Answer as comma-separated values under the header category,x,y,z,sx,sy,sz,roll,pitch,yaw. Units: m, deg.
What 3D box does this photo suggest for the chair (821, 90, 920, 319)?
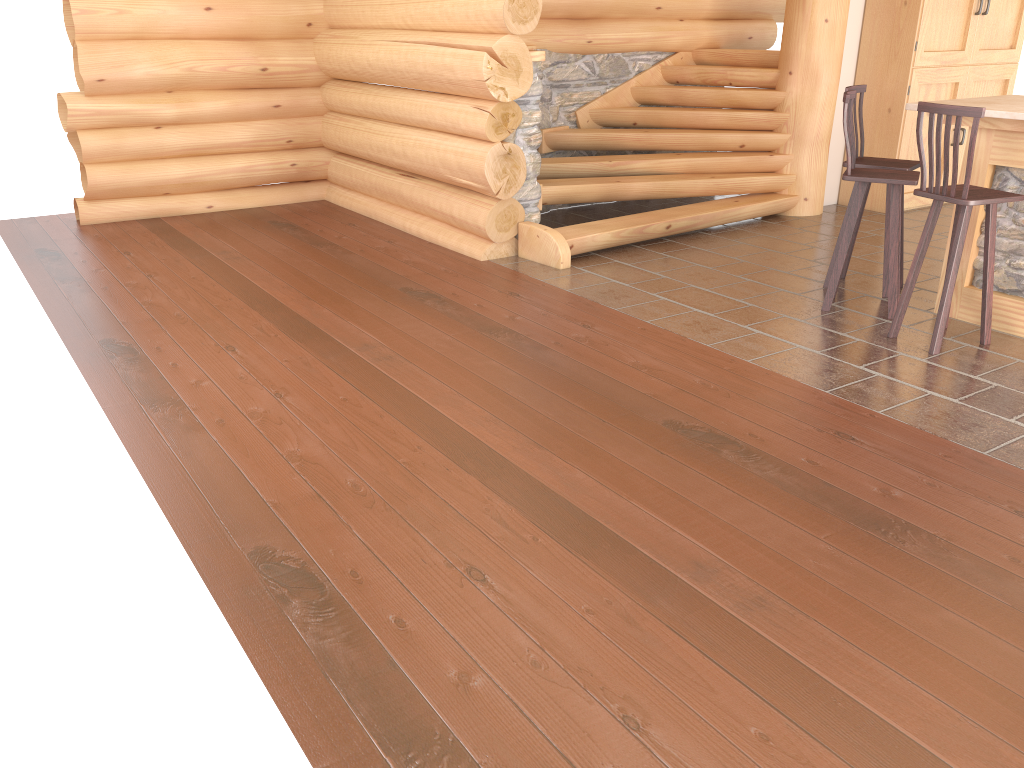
category,x,y,z,sx,sy,sz,roll,pitch,yaw
chair,2.227,-1.106,5.487,0.504,1.319,0.406,10,24,23

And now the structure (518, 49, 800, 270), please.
category,x,y,z,sx,sy,sz,roll,pitch,yaw
structure,1.130,-2.325,8.044,3.604,1.643,1.951,-17,28,-36

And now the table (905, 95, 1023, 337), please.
category,x,y,z,sx,sy,sz,roll,pitch,yaw
table,3.758,-0.730,4.656,1.196,1.257,3.220,-14,26,-31

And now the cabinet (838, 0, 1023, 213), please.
category,x,y,z,sx,sy,sz,roll,pitch,yaw
cabinet,4.210,-3.022,8.726,1.847,2.403,0.670,-14,26,-31

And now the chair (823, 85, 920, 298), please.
category,x,y,z,sx,sy,sz,roll,pitch,yaw
chair,2.422,-1.290,5.935,0.504,1.319,0.406,16,27,33

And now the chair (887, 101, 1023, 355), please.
category,x,y,z,sx,sy,sz,roll,pitch,yaw
chair,2.449,-0.859,4.887,0.504,1.319,0.406,-9,24,-22
